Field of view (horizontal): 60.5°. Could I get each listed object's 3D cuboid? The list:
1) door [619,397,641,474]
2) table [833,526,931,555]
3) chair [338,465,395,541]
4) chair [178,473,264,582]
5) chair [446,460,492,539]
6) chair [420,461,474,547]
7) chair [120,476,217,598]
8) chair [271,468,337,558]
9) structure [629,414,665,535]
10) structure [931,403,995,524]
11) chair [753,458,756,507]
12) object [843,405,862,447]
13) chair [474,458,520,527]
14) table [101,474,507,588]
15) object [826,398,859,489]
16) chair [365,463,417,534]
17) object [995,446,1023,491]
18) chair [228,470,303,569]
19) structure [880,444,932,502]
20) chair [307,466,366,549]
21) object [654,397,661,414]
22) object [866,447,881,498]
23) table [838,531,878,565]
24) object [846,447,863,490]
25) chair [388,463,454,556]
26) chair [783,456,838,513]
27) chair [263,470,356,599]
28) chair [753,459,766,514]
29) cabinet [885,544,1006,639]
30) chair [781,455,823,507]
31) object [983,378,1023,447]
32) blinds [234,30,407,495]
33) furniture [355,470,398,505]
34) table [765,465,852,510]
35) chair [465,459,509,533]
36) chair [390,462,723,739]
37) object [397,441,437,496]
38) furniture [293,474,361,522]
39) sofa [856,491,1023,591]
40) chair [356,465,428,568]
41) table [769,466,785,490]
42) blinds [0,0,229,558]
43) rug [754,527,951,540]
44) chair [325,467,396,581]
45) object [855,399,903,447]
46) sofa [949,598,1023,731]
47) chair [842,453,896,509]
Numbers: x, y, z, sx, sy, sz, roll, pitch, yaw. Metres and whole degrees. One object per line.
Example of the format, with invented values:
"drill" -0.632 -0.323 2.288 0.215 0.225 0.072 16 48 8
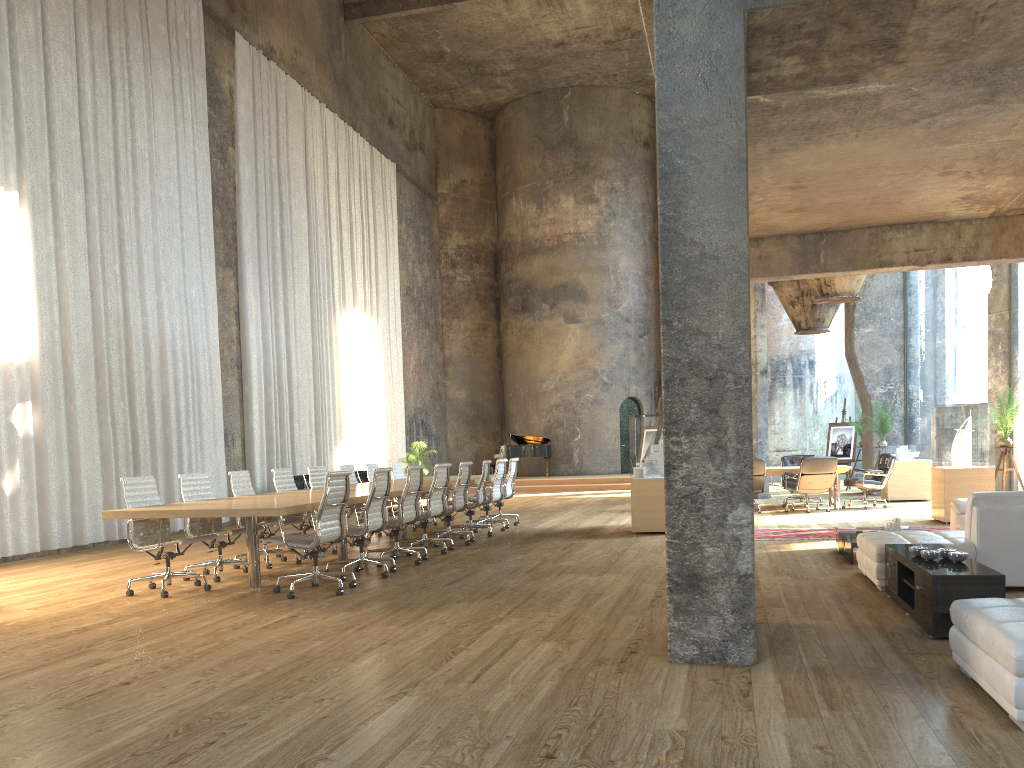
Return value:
"door" 3.526 1.542 26.403 0.900 2.308 0.091 -3 4 -28
"table" 3.692 1.565 8.798 0.860 0.247 0.369 -3 -2 14
"chair" -1.991 1.612 12.054 0.700 1.030 0.662 -2 1 19
"chair" -2.836 1.379 8.593 0.700 1.030 0.662 -2 1 22
"chair" -0.594 1.549 11.842 0.699 1.030 0.662 -2 1 13
"chair" -0.823 1.489 10.939 0.700 1.030 0.662 -2 1 19
"chair" -3.015 1.321 7.748 0.700 1.030 0.662 -2 1 19
"chair" -2.418 1.496 10.329 0.700 1.030 0.662 -2 1 19
"structure" 1.906 1.189 11.647 0.595 1.555 0.739 -1 2 14
"structure" 5.934 1.049 11.587 0.595 1.555 0.739 -1 2 14
"chair" 4.008 1.758 15.762 0.730 0.896 0.818 -2 0 21
"object" 7.668 0.915 19.329 0.688 0.944 0.856 -1 0 35
"chair" -0.224 1.664 13.519 0.700 1.030 0.662 -2 1 19
"table" -1.636 1.630 10.718 1.602 0.760 7.698 -3 -4 14
"object" 7.716 1.392 20.502 0.701 2.157 0.681 1 4 43
"chair" -1.772 1.672 12.943 0.699 1.030 0.662 -2 1 17
"object" 6.615 1.340 11.924 0.657 0.977 0.570 -2 1 -22
"chair" -2.630 1.435 9.422 0.699 1.030 0.662 -2 1 13
"structure" 7.116 1.600 15.878 0.736 1.019 0.740 -2 1 14
"chair" -2.204 1.553 11.182 0.700 1.030 0.662 -2 1 22
"object" 2.860 1.330 17.532 0.681 2.157 0.701 -5 4 -44
"object" 7.222 1.695 16.892 0.656 0.977 0.571 -3 2 -40
"table" 3.604 1.563 8.442 0.791 0.203 1.108 -3 -4 14
"object" 7.748 1.864 19.347 0.659 0.977 0.568 -2 1 8
"chair" -1.037 1.431 10.086 0.700 1.030 0.662 -2 1 22
"chair" 4.739 1.606 14.086 0.729 0.896 0.820 -2 0 -12
"chair" -1.699 1.251 7.406 0.700 1.030 0.662 -2 1 20
"chair" 3.751 1.656 14.301 0.730 0.896 0.819 -2 0 8
"cabinet" 2.707 1.295 5.630 0.396 0.370 1.558 -2 -4 14
"chair" 5.091 1.701 15.491 0.730 0.896 0.818 -2 0 15
"object" 6.644 0.384 11.859 0.688 0.944 0.857 -2 0 5
"blinds" -3.825 -1.655 19.387 0.275 8.683 7.801 -1 0 15
"furniture" -2.841 2.229 18.634 0.709 0.844 1.867 -2 -3 14
"table" 4.414 1.772 14.883 2.412 0.703 1.102 -3 -2 14
"chair" -0.397 1.606 12.673 0.700 1.030 0.662 -2 1 22
"chair" 1.197 1.592 13.118 12.964 1.035 31.436 -3 -4 14
"object" -2.352 2.173 22.120 1.092 1.463 1.125 -2 1 5
"furniture" -3.415 2.073 16.320 0.709 0.844 1.867 -2 -3 14
"sofa" 4.027 1.227 7.666 2.066 0.724 2.922 -3 -4 14
"chair" -1.250 1.372 9.215 0.700 1.030 0.662 -2 1 19
"table" 5.737 2.264 20.957 1.872 0.548 0.939 -3 -3 14
"blinds" -5.900 -2.219 11.010 0.275 8.683 7.801 -1 0 15
"rug" 4.134 1.803 10.621 2.465 0.009 1.343 -3 -4 14
"chair" -1.469 1.312 8.325 0.699 1.030 0.662 -2 1 17
"object" 7.058 0.755 16.950 0.859 0.944 0.685 -2 1 17
"sofa" 3.019 0.954 3.593 2.069 0.724 1.068 -3 -2 14
"chair" 5.856 1.601 14.515 0.821 0.897 0.727 -2 0 8
